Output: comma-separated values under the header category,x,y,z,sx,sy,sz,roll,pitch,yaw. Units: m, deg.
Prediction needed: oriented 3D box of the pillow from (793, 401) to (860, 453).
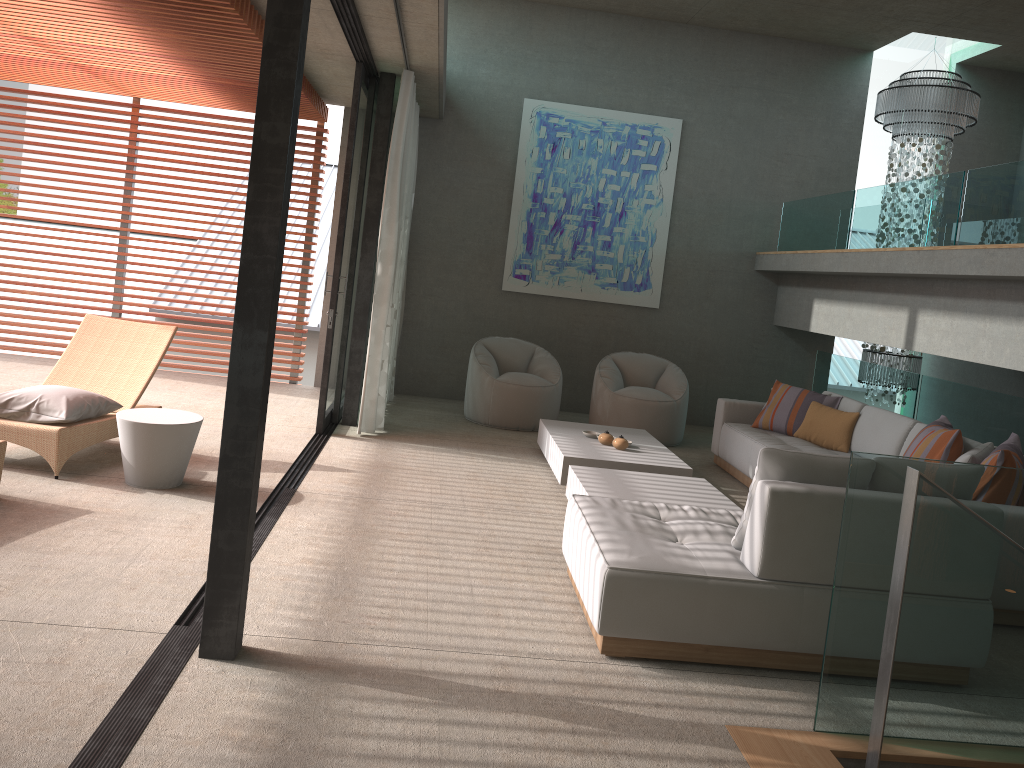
category,x,y,z,sx,sy,sz,roll,pitch,yaw
pillow,2.458,0.331,6.853,0.225,0.323,0.467,3,7,-42

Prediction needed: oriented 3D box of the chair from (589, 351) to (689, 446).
category,x,y,z,sx,sy,sz,roll,pitch,yaw
chair,1.231,0.122,8.513,0.925,0.784,0.922,9,6,19

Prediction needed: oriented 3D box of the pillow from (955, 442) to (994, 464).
category,x,y,z,sx,sy,sz,roll,pitch,yaw
pillow,2.547,0.529,4.993,0.240,0.403,0.593,10,6,38

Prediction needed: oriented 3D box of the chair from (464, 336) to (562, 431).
category,x,y,z,sx,sy,sz,roll,pitch,yaw
chair,0.026,-0.020,8.503,0.922,0.784,0.926,7,5,-1

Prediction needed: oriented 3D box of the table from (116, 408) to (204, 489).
category,x,y,z,sx,sy,sz,roll,pitch,yaw
table,-2.066,0.379,5.147,0.473,0.391,0.479,4,6,-24

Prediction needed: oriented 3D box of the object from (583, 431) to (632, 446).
category,x,y,z,sx,sy,sz,roll,pitch,yaw
object,0.720,0.418,6.711,0.440,0.039,0.154,13,9,41

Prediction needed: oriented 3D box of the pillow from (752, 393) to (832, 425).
category,x,y,z,sx,sy,sz,roll,pitch,yaw
pillow,2.352,0.246,7.380,0.622,0.418,0.311,10,5,31

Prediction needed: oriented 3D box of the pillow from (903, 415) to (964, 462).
category,x,y,z,sx,sy,sz,roll,pitch,yaw
pillow,2.498,0.455,5.311,0.312,0.492,0.739,8,6,18

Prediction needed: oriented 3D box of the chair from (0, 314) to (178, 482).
category,x,y,z,sx,sy,sz,roll,pitch,yaw
chair,-2.859,0.087,4.980,0.701,0.823,2.305,8,7,10

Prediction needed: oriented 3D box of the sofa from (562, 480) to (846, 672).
category,x,y,z,sx,sy,sz,roll,pitch,yaw
sofa,1.097,0.704,3.928,1.594,0.730,1.020,6,6,-5

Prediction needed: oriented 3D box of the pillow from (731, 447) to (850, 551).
category,x,y,z,sx,sy,sz,roll,pitch,yaw
pillow,1.206,0.507,3.680,0.492,0.481,0.267,6,4,-5

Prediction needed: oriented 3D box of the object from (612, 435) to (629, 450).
category,x,y,z,sx,sy,sz,roll,pitch,yaw
object,0.794,0.425,6.454,0.120,0.105,0.119,10,6,29

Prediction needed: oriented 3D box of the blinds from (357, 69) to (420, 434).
category,x,y,z,sx,sy,sz,roll,pitch,yaw
blinds,-1.078,-1.197,8.171,0.223,2.911,2.441,7,4,-6

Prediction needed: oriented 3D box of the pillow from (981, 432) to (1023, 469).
category,x,y,z,sx,sy,sz,roll,pitch,yaw
pillow,2.563,0.530,4.694,0.281,0.502,0.696,10,6,38

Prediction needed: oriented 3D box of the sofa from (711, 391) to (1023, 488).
category,x,y,z,sx,sy,sz,roll,pitch,yaw
sofa,2.399,0.584,5.995,1.048,0.749,3.485,6,7,-5

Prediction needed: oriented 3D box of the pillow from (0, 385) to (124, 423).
category,x,y,z,sx,sy,sz,roll,pitch,yaw
pillow,-2.771,0.113,5.307,0.596,0.193,0.597,8,7,6

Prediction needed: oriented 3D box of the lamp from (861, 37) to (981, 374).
category,x,y,z,sx,sy,sz,roll,pitch,yaw
lamp,4.249,-1.720,9.425,0.996,3.924,1.007,5,3,-25

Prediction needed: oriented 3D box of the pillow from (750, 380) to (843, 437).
category,x,y,z,sx,sy,sz,roll,pitch,yaw
pillow,2.315,0.224,7.186,0.660,0.440,0.340,11,6,38

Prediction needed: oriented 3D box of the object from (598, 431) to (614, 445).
category,x,y,z,sx,sy,sz,roll,pitch,yaw
object,0.702,0.399,6.578,0.119,0.105,0.120,7,5,-1

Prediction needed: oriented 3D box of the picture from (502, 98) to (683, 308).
category,x,y,z,sx,sy,sz,roll,pitch,yaw
picture,0.863,-1.927,9.496,1.718,2.041,0.030,6,3,-5
